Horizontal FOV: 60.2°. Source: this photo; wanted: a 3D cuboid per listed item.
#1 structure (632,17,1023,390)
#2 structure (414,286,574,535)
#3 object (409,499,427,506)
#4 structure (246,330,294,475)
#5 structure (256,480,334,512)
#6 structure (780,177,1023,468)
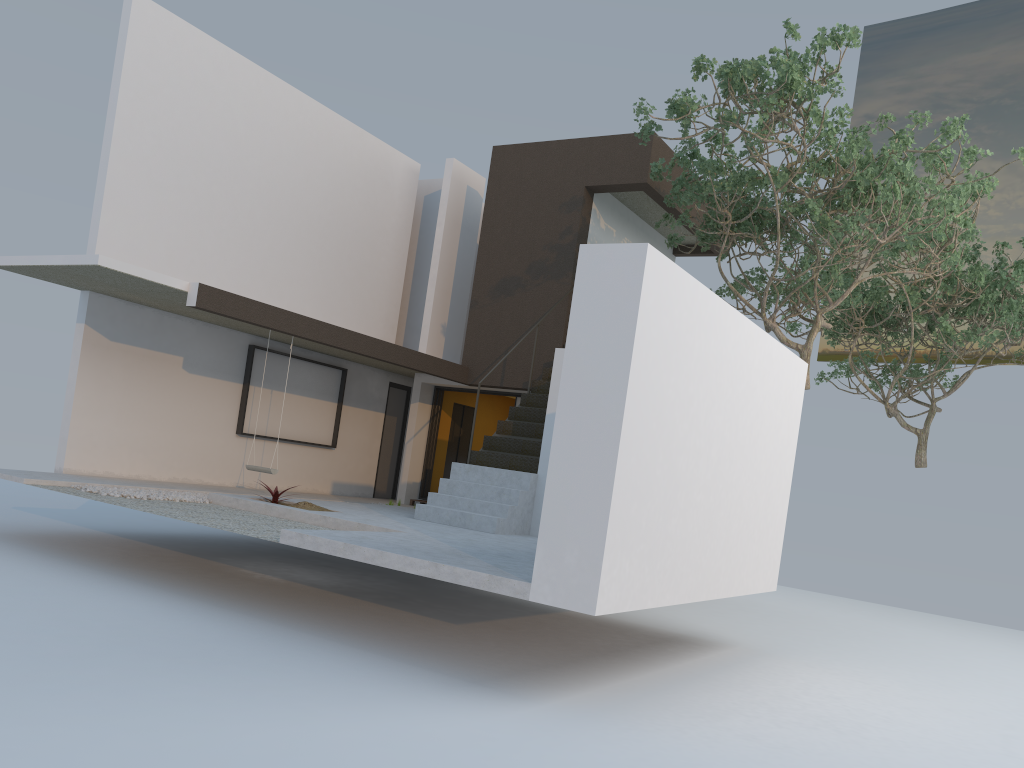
[{"bbox_3d":[3.734,-1.779,10.996,4.323,3.695,5.780,7,-4,12],"label":"structure"},{"bbox_3d":[1.318,0.207,12.914,1.152,3.940,6.604,8,-4,32],"label":"structure"},{"bbox_3d":[-1.296,1.996,14.497,0.700,0.100,0.353,5,-6,32],"label":"object"},{"bbox_3d":[-3.011,0.184,11.079,0.459,1.865,0.130,8,-1,32],"label":"structure"},{"bbox_3d":[-2.488,1.285,9.906,1.197,0.291,0.753,5,-6,32],"label":"structure"},{"bbox_3d":[7.689,-0.801,16.276,5.494,4.696,7.345,7,-4,12],"label":"structure"}]
